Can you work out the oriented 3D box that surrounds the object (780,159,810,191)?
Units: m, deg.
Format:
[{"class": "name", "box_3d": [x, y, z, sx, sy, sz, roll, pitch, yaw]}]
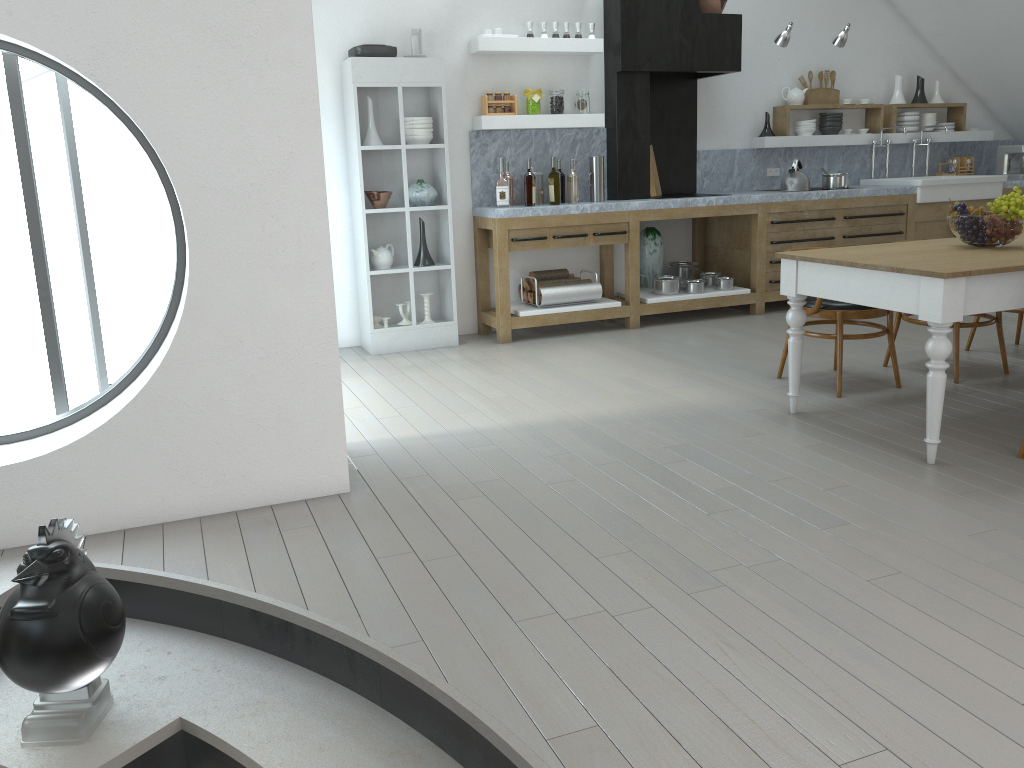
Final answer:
[{"class": "object", "box_3d": [2.396, -1.768, 7.488, 0.246, 0.266, 0.247, -5, 13, -11]}]

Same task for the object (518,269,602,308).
[{"class": "object", "box_3d": [0.362, -0.731, 6.766, 0.528, 0.230, 0.431, -8, 15, -23]}]

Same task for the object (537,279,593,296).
[{"class": "object", "box_3d": [0.392, -0.723, 6.643, 0.437, 0.093, 0.093, -8, 14, -23]}]

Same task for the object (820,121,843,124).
[{"class": "object", "box_3d": [2.923, -2.370, 8.119, 0.205, 0.086, 0.206, 3, 15, 21]}]

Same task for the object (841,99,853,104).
[{"class": "object", "box_3d": [3.085, -2.598, 8.169, 0.098, 0.048, 0.099, -8, 15, -23]}]

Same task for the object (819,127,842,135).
[{"class": "object", "box_3d": [2.921, -2.319, 8.134, 0.206, 0.072, 0.206, -11, 16, -33]}]

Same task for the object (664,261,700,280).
[{"class": "object", "box_3d": [1.410, -0.987, 7.748, 0.455, 0.196, 0.270, 1, 14, 13]}]

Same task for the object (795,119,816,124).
[{"class": "object", "box_3d": [2.658, -2.353, 8.021, 0.181, 0.075, 0.182, 2, 14, 16]}]

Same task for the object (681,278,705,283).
[{"class": "object", "box_3d": [1.471, -0.838, 7.268, 0.247, 0.045, 0.041, -8, 14, -22]}]

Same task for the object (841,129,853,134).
[{"class": "object", "box_3d": [3.109, -2.339, 8.231, 0.098, 0.048, 0.099, -8, 15, -23]}]

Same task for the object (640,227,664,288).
[{"class": "object", "box_3d": [1.164, -1.067, 7.456, 0.231, 0.495, 0.232, 2, 13, 20]}]

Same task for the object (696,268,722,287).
[{"class": "object", "box_3d": [1.655, -0.890, 7.439, 0.182, 0.133, 0.310, -1, 14, 3]}]

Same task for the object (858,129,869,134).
[{"class": "object", "box_3d": [3.288, -2.363, 8.299, 0.098, 0.048, 0.099, -8, 15, -23]}]

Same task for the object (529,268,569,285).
[{"class": "object", "box_3d": [0.281, -0.814, 6.728, 0.292, 0.102, 0.104, -8, 14, -23]}]

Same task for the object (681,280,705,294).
[{"class": "object", "box_3d": [1.425, -0.785, 7.081, 0.154, 0.112, 0.262, -10, 16, -31]}]

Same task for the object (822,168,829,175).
[{"class": "object", "box_3d": [2.755, -1.786, 7.672, 0.051, 0.166, 0.237, -8, 14, -25]}]

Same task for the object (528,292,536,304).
[{"class": "object", "box_3d": [0.358, -0.680, 6.763, 0.480, 0.083, 0.094, -8, 14, -23]}]

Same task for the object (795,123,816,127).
[{"class": "object", "box_3d": [2.658, -2.325, 8.027, 0.181, 0.068, 0.182, -3, 14, -3]}]

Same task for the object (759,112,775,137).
[{"class": "object", "box_3d": [2.274, -2.312, 7.895, 0.156, 0.217, 0.156, -13, 16, -39]}]

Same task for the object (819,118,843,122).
[{"class": "object", "box_3d": [2.920, -2.393, 8.119, 0.206, 0.072, 0.206, -11, 16, -33]}]

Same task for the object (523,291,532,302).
[{"class": "object", "box_3d": [0.308, -0.695, 6.831, 0.455, 0.089, 0.091, -8, 14, -23]}]

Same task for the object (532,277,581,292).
[{"class": "object", "box_3d": [0.337, -0.751, 6.700, 0.363, 0.086, 0.101, -8, 14, -23]}]

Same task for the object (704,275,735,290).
[{"class": "object", "box_3d": [1.698, -0.826, 7.207, 0.154, 0.112, 0.262, -7, 14, -21]}]

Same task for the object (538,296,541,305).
[{"class": "object", "box_3d": [0.387, -0.654, 6.696, 0.423, 0.067, 0.067, -8, 14, -23]}]

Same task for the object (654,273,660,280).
[{"class": "object", "box_3d": [1.200, -0.804, 6.988, 0.190, 0.151, 0.052, -7, 13, -21]}]

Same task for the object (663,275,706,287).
[{"class": "object", "box_3d": [1.366, -0.847, 7.337, 0.264, 0.052, 0.509, -15, 19, -43]}]

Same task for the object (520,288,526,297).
[{"class": "object", "box_3d": [0.277, -0.721, 6.909, 0.437, 0.091, 0.092, -8, 14, -23]}]

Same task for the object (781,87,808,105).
[{"class": "object", "box_3d": [2.537, -2.583, 7.957, 0.168, 0.168, 0.175, -12, 16, -36]}]

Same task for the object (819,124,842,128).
[{"class": "object", "box_3d": [2.920, -2.344, 8.129, 0.205, 0.086, 0.206, 2, 14, 16]}]

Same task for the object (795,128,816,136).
[{"class": "object", "box_3d": [2.658, -2.280, 8.035, 0.181, 0.063, 0.182, -2, 14, 1]}]

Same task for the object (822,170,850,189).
[{"class": "object", "box_3d": [2.842, -1.764, 7.675, 0.396, 0.169, 0.233, -14, 18, -40]}]

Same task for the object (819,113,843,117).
[{"class": "object", "box_3d": [2.918, -2.445, 8.114, 0.206, 0.079, 0.206, -7, 14, -18]}]

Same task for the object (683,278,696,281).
[{"class": "object", "box_3d": [1.451, -0.851, 7.338, 0.170, 0.035, 0.061, -7, 14, -21]}]

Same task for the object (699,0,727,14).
[{"class": "object", "box_3d": [1.557, -3.012, 6.992, 0.348, 0.235, 0.368, -3, 13, -3]}]

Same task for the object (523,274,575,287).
[{"class": "object", "box_3d": [0.293, -0.803, 6.870, 0.423, 0.072, 0.071, -8, 14, -23]}]

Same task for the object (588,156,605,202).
[{"class": "object", "box_3d": [0.635, -1.561, 6.760, 0.164, 0.337, 0.115, -6, 13, -18]}]

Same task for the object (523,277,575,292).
[{"class": "object", "box_3d": [0.307, -0.761, 6.798, 0.435, 0.079, 0.115, -8, 15, -23]}]

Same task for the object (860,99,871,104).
[{"class": "object", "box_3d": [3.284, -2.624, 8.245, 0.098, 0.048, 0.099, -8, 15, -23]}]

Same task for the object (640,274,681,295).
[{"class": "object", "box_3d": [1.190, -0.802, 7.102, 0.223, 0.163, 0.380, -10, 16, -31]}]

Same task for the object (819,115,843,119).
[{"class": "object", "box_3d": [2.922, -2.418, 8.118, 0.205, 0.083, 0.207, -1, 14, 6]}]

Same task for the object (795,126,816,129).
[{"class": "object", "box_3d": [2.656, -2.302, 8.030, 0.181, 0.065, 0.182, 2, 14, 16]}]
